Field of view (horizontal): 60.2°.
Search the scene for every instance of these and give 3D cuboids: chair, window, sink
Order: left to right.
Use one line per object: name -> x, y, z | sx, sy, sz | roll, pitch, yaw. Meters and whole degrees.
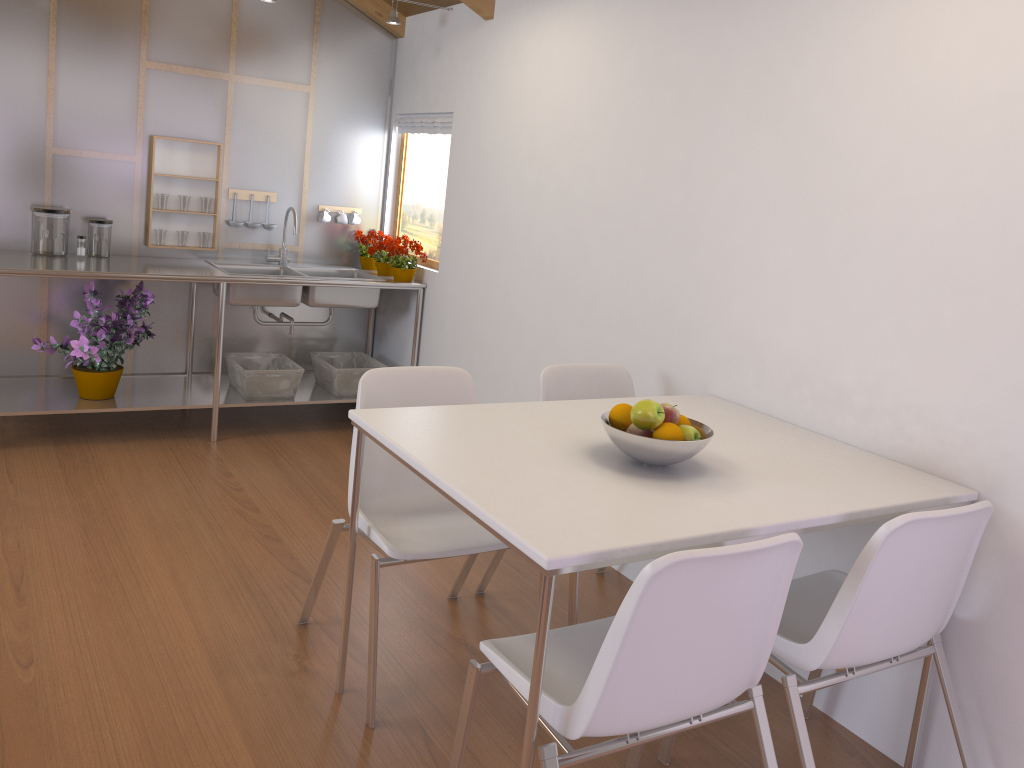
sink -> -1.116, -0.580, 4.533 | 0.810, 0.633, 0.571 | -1, 12, -32
window -> -0.457, -1.036, 4.723 | 0.026, 0.786, 0.733 | 1, 11, -32
chair -> -0.224, 0.378, 2.439 | 0.531, 0.776, 0.554 | 0, 12, -32
chair -> 0.283, 0.362, 2.750 | 0.531, 0.776, 0.554 | 0, 12, -32
chair -> 0.242, 0.599, 1.676 | 0.531, 0.776, 0.554 | 0, 12, -32
chair -> 0.749, 0.584, 1.987 | 0.531, 0.776, 0.554 | 0, 12, -32

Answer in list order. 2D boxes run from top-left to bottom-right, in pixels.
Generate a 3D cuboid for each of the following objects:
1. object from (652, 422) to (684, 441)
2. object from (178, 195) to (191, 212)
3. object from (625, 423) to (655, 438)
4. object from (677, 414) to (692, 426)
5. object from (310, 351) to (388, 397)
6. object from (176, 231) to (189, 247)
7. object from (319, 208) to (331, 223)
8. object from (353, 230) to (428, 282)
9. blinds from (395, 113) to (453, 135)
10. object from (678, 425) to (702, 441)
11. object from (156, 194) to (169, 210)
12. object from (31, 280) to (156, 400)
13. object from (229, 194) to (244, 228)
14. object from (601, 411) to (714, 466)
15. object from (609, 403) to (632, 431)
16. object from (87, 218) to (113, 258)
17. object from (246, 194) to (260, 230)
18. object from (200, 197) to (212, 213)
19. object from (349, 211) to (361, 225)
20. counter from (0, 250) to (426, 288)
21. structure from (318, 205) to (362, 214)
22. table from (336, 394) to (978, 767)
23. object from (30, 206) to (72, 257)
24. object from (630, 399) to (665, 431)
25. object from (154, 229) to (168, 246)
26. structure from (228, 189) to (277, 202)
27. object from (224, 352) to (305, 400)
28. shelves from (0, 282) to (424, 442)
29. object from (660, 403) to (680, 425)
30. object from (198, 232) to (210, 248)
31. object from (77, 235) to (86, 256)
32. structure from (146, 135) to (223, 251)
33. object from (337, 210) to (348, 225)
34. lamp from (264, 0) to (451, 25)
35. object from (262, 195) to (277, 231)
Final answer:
object -> 0.340, 0.118, 1.928 | 0.068, 0.067, 0.068 | 13, 13, 33
object -> -1.644, -0.905, 4.435 | 0.062, 0.076, 0.061 | 12, 12, 31
object -> 0.290, 0.120, 1.982 | 0.078, 0.088, 0.081 | 9, 11, 17
object -> 0.382, 0.103, 2.045 | 0.068, 0.065, 0.068 | 8, 11, 12
object -> -0.868, -0.052, 4.686 | 0.299, 0.157, 0.420 | -1, 14, -31
object -> -1.663, -0.732, 4.460 | 0.062, 0.076, 0.061 | 12, 12, 31
object -> -1.021, -0.922, 4.842 | 0.059, 0.079, 0.063 | 0, 12, -32
object -> -0.667, -0.694, 4.736 | 0.233, 0.232, 0.697 | 0, 14, -31
blinds -> -0.455, -1.369, 4.652 | 0.047, 0.110, 0.734 | 1, 14, -32
object -> 0.386, 0.125, 1.978 | 0.070, 0.068, 0.078 | 0, 13, -31
object -> -1.732, -0.902, 4.380 | 0.061, 0.076, 0.062 | 3, 11, -20
object -> -1.852, -0.204, 3.989 | 0.525, 0.546, 0.355 | -3, 13, -40
object -> -1.421, -0.896, 4.573 | 0.074, 0.181, 0.075 | 6, 9, -1
object -> 0.322, 0.134, 1.998 | 0.255, 0.089, 0.258 | 8, 12, 10
object -> 0.256, 0.078, 2.031 | 0.068, 0.067, 0.068 | 13, 13, 33
object -> -1.967, -0.695, 4.216 | 0.113, 0.175, 0.115 | 4, 10, -11
object -> -1.348, -0.898, 4.618 | 0.074, 0.181, 0.075 | 6, 9, -1
object -> -1.556, -0.907, 4.489 | 0.062, 0.076, 0.061 | 12, 12, 31
object -> -0.875, -0.927, 4.932 | 0.059, 0.079, 0.063 | 0, 12, -32
counter -> -1.501, -0.556, 4.267 | 2.109, 0.021, 0.658 | -2, 15, -32
structure -> -0.942, -0.963, 4.890 | 0.250, 0.032, 0.042 | -2, 14, -32
table -> 0.302, 0.517, 2.168 | 1.209, 0.734, 0.910 | -1, 13, -32
object -> -2.133, -0.705, 4.087 | 0.172, 0.213, 0.174 | 3, 11, -18
object -> 0.298, 0.068, 1.938 | 0.070, 0.068, 0.078 | 0, 13, -31
object -> -1.751, -0.730, 4.406 | 0.061, 0.076, 0.062 | 3, 11, -20
structure -> -1.359, -0.988, 4.640 | 0.250, 0.051, 0.016 | -2, 12, -32
object -> -1.255, -0.040, 4.448 | 0.299, 0.157, 0.420 | -1, 14, -31
shelves -> -1.543, -0.172, 4.324 | 2.092, 0.744, 0.640 | -1, 13, -32
object -> 0.346, 0.075, 1.997 | 0.063, 0.066, 0.062 | 7, 10, 6
object -> -1.575, -0.735, 4.514 | 0.062, 0.076, 0.061 | 12, 12, 31
object -> -1.995, -0.640, 4.094 | 0.037, 0.091, 0.038 | 3, 9, -17
structure -> -1.643, -0.951, 4.435 | 0.328, 0.539, 0.077 | 0, 10, -32
object -> -0.939, -0.922, 4.887 | 0.059, 0.080, 0.063 | 2, 11, -25
lamp -> -1.932, -1.727, 3.377 | 3.828, 0.151, 0.073 | -2, 12, -32
object -> -1.275, -0.900, 4.663 | 0.074, 0.181, 0.075 | 6, 9, -1
